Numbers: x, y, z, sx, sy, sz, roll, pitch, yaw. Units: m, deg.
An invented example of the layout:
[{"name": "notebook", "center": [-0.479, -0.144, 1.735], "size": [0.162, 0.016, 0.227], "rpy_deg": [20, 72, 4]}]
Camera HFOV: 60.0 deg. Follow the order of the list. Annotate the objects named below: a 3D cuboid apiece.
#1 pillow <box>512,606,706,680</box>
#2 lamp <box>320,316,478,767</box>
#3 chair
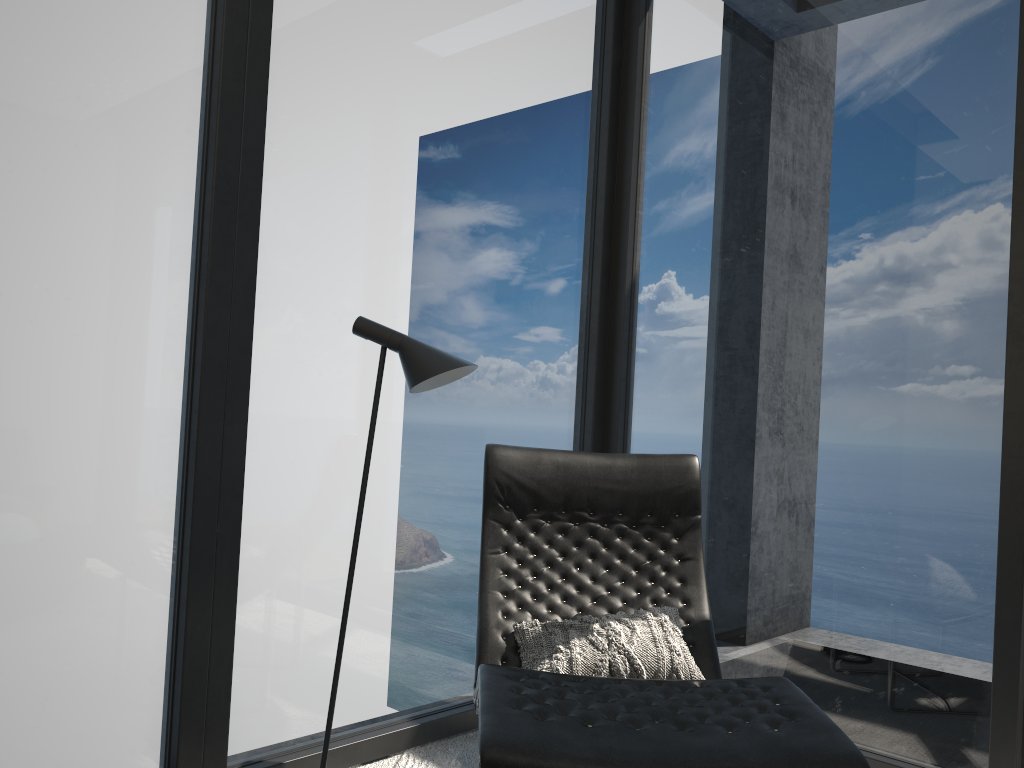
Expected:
[{"name": "pillow", "center": [0.233, 0.664, 2.168], "size": [0.442, 0.199, 0.313], "rpy_deg": [3, -2, -6]}, {"name": "lamp", "center": [-0.302, 0.484, 2.169], "size": [0.384, 1.300, 0.202], "rpy_deg": [3, -1, 6]}, {"name": "chair", "center": [0.235, 0.663, 2.036], "size": [0.639, 0.995, 1.282], "rpy_deg": [3, -2, -2]}]
